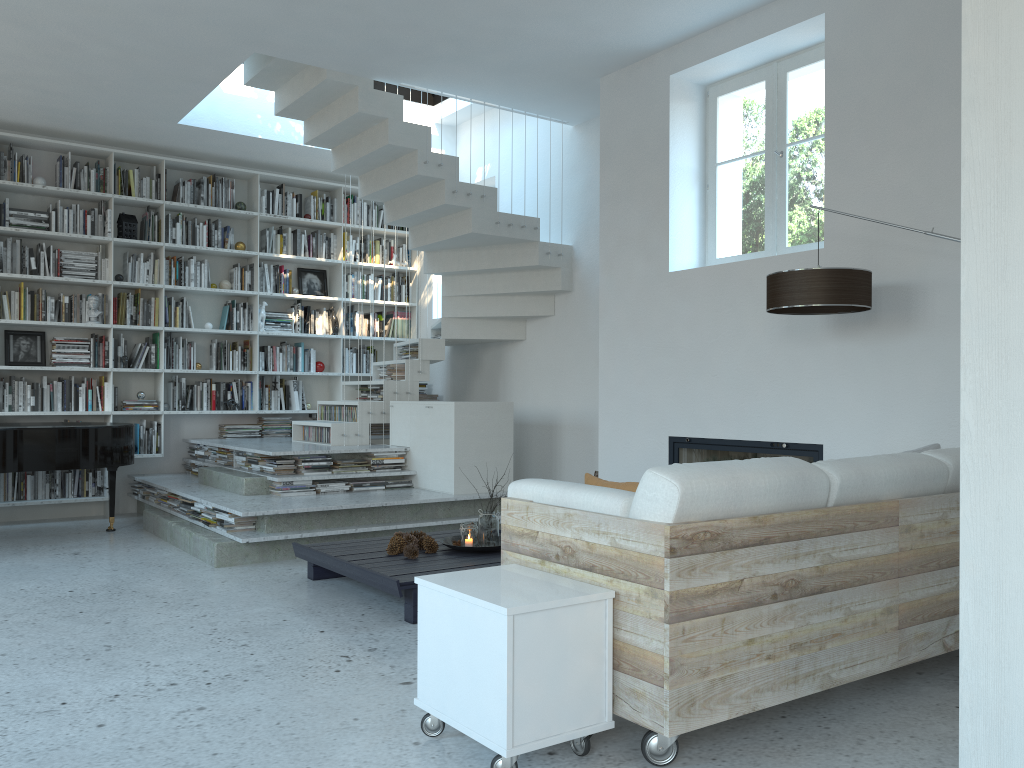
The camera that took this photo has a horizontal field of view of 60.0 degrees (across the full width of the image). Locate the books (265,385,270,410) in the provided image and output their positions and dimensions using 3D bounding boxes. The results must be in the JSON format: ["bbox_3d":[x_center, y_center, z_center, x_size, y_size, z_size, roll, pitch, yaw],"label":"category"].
[{"bbox_3d":[-2.346,0.129,8.474,0.015,0.243,0.156,0,0,-35],"label":"books"}]

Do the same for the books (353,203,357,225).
[{"bbox_3d":[-1.624,-1.697,8.980,0.023,0.244,0.182,0,0,-35],"label":"books"}]

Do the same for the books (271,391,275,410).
[{"bbox_3d":[-2.315,0.157,8.511,0.030,0.188,0.140,0,0,-35],"label":"books"}]

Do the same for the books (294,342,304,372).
[{"bbox_3d":[-2.078,-0.257,8.654,0.026,0.290,0.181,0,0,-35],"label":"books"}]

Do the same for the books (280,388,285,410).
[{"bbox_3d":[-2.243,0.144,8.549,0.052,0.217,0.184,0,0,-35],"label":"books"}]

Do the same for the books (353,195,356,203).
[{"bbox_3d":[-1.619,-1.738,9.003,0.012,0.326,0.151,0,0,-35],"label":"books"}]

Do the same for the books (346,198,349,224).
[{"bbox_3d":[-1.678,-1.719,8.944,0.013,0.286,0.150,0,0,-35],"label":"books"}]

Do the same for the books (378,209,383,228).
[{"bbox_3d":[-1.370,-1.688,9.187,0.010,0.235,0.131,0,0,-35],"label":"books"}]

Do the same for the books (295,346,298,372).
[{"bbox_3d":[-2.125,-0.239,8.647,0.012,0.254,0.161,0,0,-35],"label":"books"}]

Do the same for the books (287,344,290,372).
[{"bbox_3d":[-2.183,-0.249,8.595,0.011,0.272,0.152,0,0,-35],"label":"books"}]

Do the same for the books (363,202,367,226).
[{"bbox_3d":[-1.537,-1.706,9.050,0.029,0.264,0.179,0,0,-35],"label":"books"}]

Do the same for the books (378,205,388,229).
[{"bbox_3d":[-1.341,-1.709,9.203,0.069,0.277,0.132,0,0,-35],"label":"books"}]

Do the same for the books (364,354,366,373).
[{"bbox_3d":[-1.544,-0.204,9.056,0.027,0.201,0.164,0,0,-35],"label":"books"}]

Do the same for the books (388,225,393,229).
[{"bbox_3d":[-1.288,-1.667,9.208,0.024,0.193,0.186,0,0,-35],"label":"books"}]

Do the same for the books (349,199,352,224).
[{"bbox_3d":[-1.661,-1.710,8.940,0.012,0.269,0.184,0,0,-35],"label":"books"}]

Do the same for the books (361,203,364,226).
[{"bbox_3d":[-1.557,-1.703,9.035,0.022,0.259,0.163,0,0,-35],"label":"books"}]

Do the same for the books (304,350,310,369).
[{"bbox_3d":[-2.031,-0.220,8.711,0.037,0.218,0.139,0,0,-35],"label":"books"}]

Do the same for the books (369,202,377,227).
[{"bbox_3d":[-1.434,-1.714,9.135,0.012,0.285,0.159,0,0,-35],"label":"books"}]

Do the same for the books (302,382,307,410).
[{"bbox_3d":[-2.062,0.118,8.684,0.062,0.274,0.148,0,0,-35],"label":"books"}]

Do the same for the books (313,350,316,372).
[{"bbox_3d":[-1.980,-0.222,8.737,0.027,0.223,0.170,0,0,-35],"label":"books"}]

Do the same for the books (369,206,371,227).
[{"bbox_3d":[-1.483,-1.691,9.087,0.025,0.237,0.143,0,0,-35],"label":"books"}]

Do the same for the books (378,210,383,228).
[{"bbox_3d":[-1.390,-1.677,9.156,0.057,0.212,0.163,0,0,-35],"label":"books"}]

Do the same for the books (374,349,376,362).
[{"bbox_3d":[-1.440,-0.229,9.132,0.012,0.254,0.161,0,0,-35],"label":"books"}]

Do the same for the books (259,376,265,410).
[{"bbox_3d":[-2.388,0.087,8.470,0.013,0.327,0.130,0,0,-35],"label":"books"}]

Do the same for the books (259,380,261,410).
[{"bbox_3d":[-2.420,0.106,8.435,0.015,0.287,0.138,0,0,-35],"label":"books"}]

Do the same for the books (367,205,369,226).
[{"bbox_3d":[-1.510,-1.698,9.079,0.027,0.249,0.154,0,0,-35],"label":"books"}]

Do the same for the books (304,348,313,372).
[{"bbox_3d":[-2.001,-0.228,8.721,0.025,0.235,0.181,0,0,-35],"label":"books"}]

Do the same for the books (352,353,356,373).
[{"bbox_3d":[-1.632,-0.206,8.977,0.029,0.201,0.172,0,0,-35],"label":"books"}]

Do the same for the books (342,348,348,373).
[{"bbox_3d":[-1.700,-0.232,8.924,0.024,0.252,0.175,0,0,-35],"label":"books"}]

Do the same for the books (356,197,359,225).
[{"bbox_3d":[-1.601,-1.727,8.997,0.012,0.306,0.184,0,0,-35],"label":"books"}]

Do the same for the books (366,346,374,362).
[{"bbox_3d":[-1.461,-0.245,9.103,0.011,0.284,0.161,0,0,-35],"label":"books"}]

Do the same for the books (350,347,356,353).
[{"bbox_3d":[-1.621,-0.238,9.007,0.024,0.267,0.133,0,0,-35],"label":"books"}]

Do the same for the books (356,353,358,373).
[{"bbox_3d":[-1.598,-0.208,9.016,0.025,0.208,0.149,0,0,-35],"label":"books"}]

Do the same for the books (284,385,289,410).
[{"bbox_3d":[-2.204,0.133,8.581,0.031,0.239,0.171,0,0,-35],"label":"books"}]

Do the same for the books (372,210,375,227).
[{"bbox_3d":[-1.453,-1.676,9.113,0.026,0.208,0.163,0,0,-35],"label":"books"}]

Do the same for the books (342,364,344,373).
[{"bbox_3d":[-1.753,-0.244,8.905,0.085,0.278,0.159,0,0,-35],"label":"books"}]

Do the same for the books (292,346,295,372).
[{"bbox_3d":[-2.141,-0.237,8.604,0.014,0.249,0.177,0,0,-35],"label":"books"}]

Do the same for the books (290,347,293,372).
[{"bbox_3d":[-2.169,-0.236,8.608,0.026,0.246,0.165,0,0,-35],"label":"books"}]

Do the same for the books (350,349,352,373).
[{"bbox_3d":[-1.656,-0.226,8.966,0.022,0.242,0.151,0,0,-35],"label":"books"}]

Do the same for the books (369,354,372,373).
[{"bbox_3d":[-1.470,-0.205,9.087,0.021,0.205,0.174,0,0,-35],"label":"books"}]

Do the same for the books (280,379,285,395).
[{"bbox_3d":[-2.231,0.101,8.584,0.010,0.304,0.131,0,0,-35],"label":"books"}]

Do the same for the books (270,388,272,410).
[{"bbox_3d":[-2.337,0.146,8.495,0.025,0.210,0.137,0,0,-35],"label":"books"}]

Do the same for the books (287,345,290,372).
[{"bbox_3d":[-2.190,-0.245,8.565,0.012,0.262,0.186,0,0,-35],"label":"books"}]

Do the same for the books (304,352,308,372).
[{"bbox_3d":[-2.049,-0.212,8.679,0.030,0.201,0.189,0,0,-35],"label":"books"}]

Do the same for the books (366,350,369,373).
[{"bbox_3d":[-1.505,-0.224,9.096,0.027,0.242,0.131,0,0,-35],"label":"books"}]

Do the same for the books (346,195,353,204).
[{"bbox_3d":[-1.647,-1.741,8.981,0.014,0.331,0.143,0,0,-35],"label":"books"}]

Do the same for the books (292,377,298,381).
[{"bbox_3d":[-2.120,0.091,8.658,0.012,0.326,0.136,0,0,-35],"label":"books"}]

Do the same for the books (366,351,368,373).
[{"bbox_3d":[-1.512,-0.218,9.071,0.014,0.230,0.172,0,0,-35],"label":"books"}]

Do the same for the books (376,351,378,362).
[{"bbox_3d":[-1.428,-0.222,9.136,0.013,0.240,0.166,0,0,-35],"label":"books"}]

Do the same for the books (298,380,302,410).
[{"bbox_3d":[-2.092,0.111,8.651,0.025,0.287,0.160,0,0,-35],"label":"books"}]

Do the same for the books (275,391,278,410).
[{"bbox_3d":[-2.288,0.159,8.521,0.024,0.185,0.149,0,0,-35],"label":"books"}]

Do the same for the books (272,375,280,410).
[{"bbox_3d":[-2.270,0.085,8.530,0.014,0.333,0.168,0,0,-35],"label":"books"}]

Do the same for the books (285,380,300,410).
[{"bbox_3d":[-2.136,0.107,8.577,0.075,0.291,0.255,0,0,-35],"label":"books"}]

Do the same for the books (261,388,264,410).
[{"bbox_3d":[-2.408,0.143,8.458,0.033,0.213,0.140,0,0,-35],"label":"books"}]

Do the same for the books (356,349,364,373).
[{"bbox_3d":[-1.561,-0.229,9.010,0.027,0.248,0.184,0,0,-35],"label":"books"}]

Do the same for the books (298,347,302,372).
[{"bbox_3d":[-2.096,-0.234,8.637,0.023,0.244,0.189,0,0,-35],"label":"books"}]

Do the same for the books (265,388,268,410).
[{"bbox_3d":[-2.368,0.143,8.472,0.023,0.214,0.163,0,0,-35],"label":"books"}]

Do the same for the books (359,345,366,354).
[{"bbox_3d":[-1.527,-0.252,9.068,0.013,0.297,0.141,0,0,-35],"label":"books"}]
